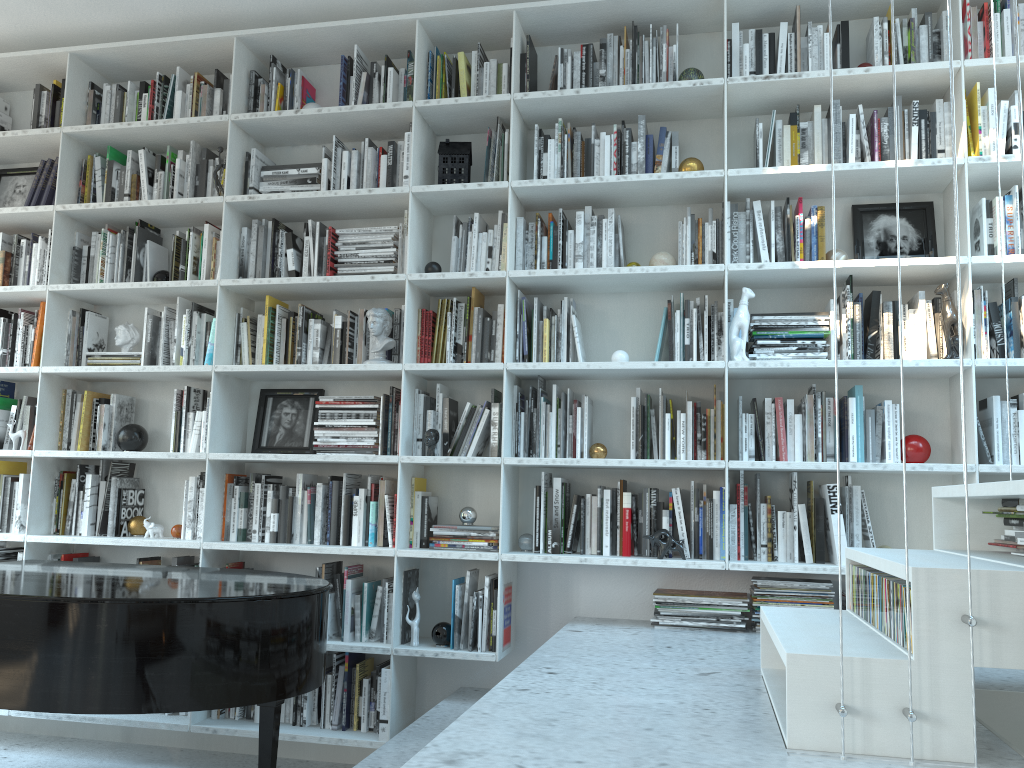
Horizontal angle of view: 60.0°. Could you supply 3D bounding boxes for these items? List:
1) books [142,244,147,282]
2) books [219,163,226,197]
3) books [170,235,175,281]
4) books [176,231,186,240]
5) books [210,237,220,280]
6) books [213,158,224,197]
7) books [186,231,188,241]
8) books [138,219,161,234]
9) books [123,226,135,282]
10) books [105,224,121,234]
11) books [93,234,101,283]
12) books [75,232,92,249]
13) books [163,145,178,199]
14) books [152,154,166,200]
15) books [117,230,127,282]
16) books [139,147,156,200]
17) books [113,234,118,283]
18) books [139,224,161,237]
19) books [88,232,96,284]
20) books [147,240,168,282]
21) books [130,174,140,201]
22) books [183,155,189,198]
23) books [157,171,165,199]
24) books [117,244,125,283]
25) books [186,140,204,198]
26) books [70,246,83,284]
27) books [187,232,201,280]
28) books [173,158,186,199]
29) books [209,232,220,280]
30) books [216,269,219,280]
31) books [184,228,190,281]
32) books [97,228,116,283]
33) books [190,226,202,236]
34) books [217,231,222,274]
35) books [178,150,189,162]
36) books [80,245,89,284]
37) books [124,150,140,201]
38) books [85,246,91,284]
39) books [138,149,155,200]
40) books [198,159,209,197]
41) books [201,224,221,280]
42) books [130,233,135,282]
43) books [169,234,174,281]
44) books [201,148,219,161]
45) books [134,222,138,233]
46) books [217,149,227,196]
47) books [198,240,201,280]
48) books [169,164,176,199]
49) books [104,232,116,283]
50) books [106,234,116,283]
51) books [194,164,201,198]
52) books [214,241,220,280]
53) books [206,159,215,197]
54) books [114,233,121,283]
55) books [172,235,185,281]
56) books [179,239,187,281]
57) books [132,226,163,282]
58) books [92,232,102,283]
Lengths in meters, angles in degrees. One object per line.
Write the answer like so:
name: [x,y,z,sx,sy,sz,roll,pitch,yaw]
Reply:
books: [-1.651,-0.521,4.093,0.012,0.217,0.151,0,-7,12]
books: [-1.265,-0.930,4.040,0.058,0.302,0.175,0,-7,12]
books: [-1.500,-0.537,4.039,0.005,0.240,0.174,0,-7,12]
books: [-1.507,-0.550,4.070,0.012,0.275,0.129,0,-7,12]
books: [-1.311,-0.529,4.012,0.011,0.229,0.166,0,-7,12]
books: [-1.315,-0.895,4.066,0.024,0.236,0.153,0,-7,12]
books: [-1.451,-0.547,4.052,0.009,0.266,0.149,0,-7,12]
books: [-1.687,-0.577,4.102,0.005,0.330,0.161,0,-7,12]
books: [-1.728,-0.560,4.093,0.011,0.291,0.177,0,-7,12]
books: [-1.854,-0.570,4.138,0.011,0.316,0.155,0,-7,12]
books: [-1.874,-0.545,4.125,0.024,0.262,0.178,0,-7,12]
books: [-2.002,-0.553,4.171,0.012,0.284,0.159,0,-7,12]
books: [-1.560,-0.931,4.109,0.012,0.307,0.145,0,-7,12]
books: [-1.605,-0.909,4.123,0.027,0.264,0.169,0,-7,12]
books: [-1.760,-0.553,4.101,0.011,0.279,0.169,0,-7,12]
books: [-1.696,-0.932,4.156,0.013,0.315,0.135,0,-7,12]
books: [-1.788,-0.543,4.117,0.010,0.261,0.169,0,-7,12]
books: [-1.682,-0.565,4.099,0.005,0.305,0.162,0,-7,12]
books: [-1.908,-0.553,4.137,0.026,0.279,0.151,0,-7,12]
books: [-1.629,-0.529,4.079,0.031,0.232,0.148,0,-7,12]
books: [-1.722,-0.866,4.145,0.034,0.180,0.160,0,-7,12]
books: [-1.461,-0.907,4.091,0.028,0.260,0.136,0,-7,12]
books: [-1.581,-0.868,4.106,0.028,0.179,0.168,0,-7,12]
books: [-1.752,-0.520,4.088,0.011,0.209,0.181,0,-7,12]
books: [-1.431,-0.935,4.074,0.011,0.313,0.183,0,-7,12]
books: [-1.993,-0.517,4.147,0.015,0.207,0.186,0,-7,12]
books: [-1.404,-0.540,4.006,0.013,0.243,0.189,0,-7,12]
books: [-1.489,-0.892,4.076,0.021,0.226,0.192,0,-7,12]
books: [-1.322,-0.543,4.012,0.010,0.257,0.140,0,-7,12]
books: [-1.236,-0.537,3.965,0.064,0.236,0.209,0,-7,12]
books: [-1.440,-0.553,4.039,0.005,0.275,0.157,0,-7,12]
books: [-1.849,-0.556,4.113,0.010,0.283,0.184,0,-7,12]
books: [-1.419,-0.557,4.046,0.033,0.287,0.155,0,-7,12]
books: [-1.273,-0.544,3.996,0.022,0.257,0.155,0,-7,12]
books: [-1.506,-0.919,4.108,0.026,0.286,0.138,0,-7,12]
books: [-1.966,-0.523,4.168,0.029,0.224,0.136,0,-7,12]
books: [-1.751,-0.924,4.148,0.023,0.293,0.156,0,-7,12]
books: [-1.941,-0.520,4.161,0.024,0.219,0.140,0,-7,12]
books: [-1.658,-0.921,4.120,0.075,0.285,0.178,0,-7,12]
books: [-1.367,-0.888,4.057,0.030,0.217,0.183,0,-7,12]
books: [-1.339,-0.557,4.011,0.022,0.284,0.190,0,-7,12]
books: [-1.702,-0.544,4.091,0.010,0.261,0.158,0,-7,12]
books: [-1.517,-0.541,4.063,0.005,0.253,0.161,0,-7,12]
books: [-1.387,-0.921,4.086,0.022,0.290,0.147,0,-7,12]
books: [-1.706,-0.573,4.103,0.004,0.320,0.153,0,-7,12]
books: [-1.280,-0.911,4.041,0.055,0.263,0.167,0,-7,12]
books: [-1.385,-0.531,4.038,0.011,0.235,0.130,0,-7,12]
books: [-1.528,-0.882,4.095,0.010,0.208,0.173,0,-7,12]
books: [-1.814,-0.547,4.096,0.009,0.263,0.189,0,-7,12]
books: [-1.804,-0.541,4.095,0.012,0.251,0.184,0,-7,12]
books: [-1.411,-0.883,4.085,0.024,0.213,0.150,0,-7,12]
books: [-1.294,-0.522,4.008,0.024,0.216,0.142,0,-7,12]
books: [-1.341,-0.890,4.056,0.022,0.222,0.161,0,-7,12]
books: [-1.771,-0.545,4.096,0.009,0.260,0.180,0,-7,12]
books: [-1.485,-0.536,4.026,0.005,0.236,0.178,0,-7,12]
books: [-1.451,-0.526,4.016,0.006,0.216,0.181,0,-7,12]
books: [-1.675,-0.559,4.075,0.011,0.286,0.189,0,-7,12]
books: [-1.891,-0.552,4.129,0.012,0.276,0.157,0,-7,12]
